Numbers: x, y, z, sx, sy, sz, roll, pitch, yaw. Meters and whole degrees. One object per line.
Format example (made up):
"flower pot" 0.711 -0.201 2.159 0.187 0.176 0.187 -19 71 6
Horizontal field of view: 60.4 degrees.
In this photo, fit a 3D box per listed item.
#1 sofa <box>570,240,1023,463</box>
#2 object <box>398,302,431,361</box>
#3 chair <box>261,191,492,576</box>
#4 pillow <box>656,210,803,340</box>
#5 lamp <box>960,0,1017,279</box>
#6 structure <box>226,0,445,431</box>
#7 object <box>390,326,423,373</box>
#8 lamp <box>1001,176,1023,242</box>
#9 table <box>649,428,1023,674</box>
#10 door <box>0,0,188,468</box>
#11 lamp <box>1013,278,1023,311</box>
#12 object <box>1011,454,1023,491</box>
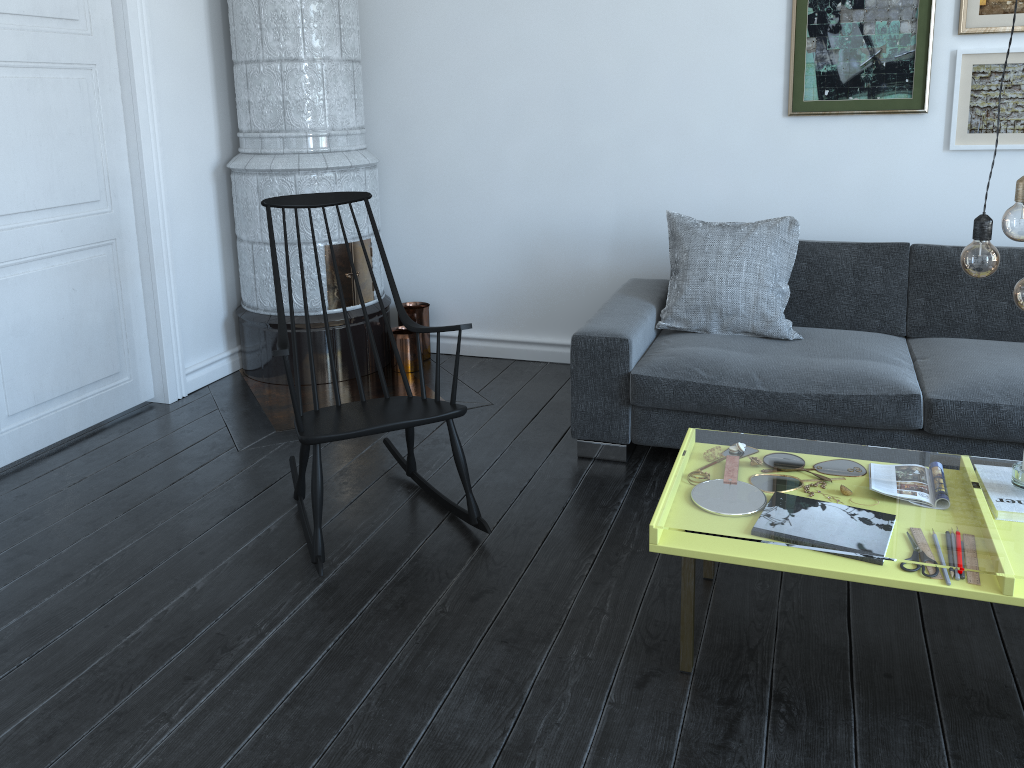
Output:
"sofa" 1.491 -0.121 3.280 2.378 0.705 1.113 5 17 19
"object" -0.507 -0.271 4.571 0.173 0.274 0.180 4 15 19
"chair" -0.503 -0.078 2.849 0.616 0.980 0.925 -8 16 -24
"pillow" 1.583 -0.374 3.309 2.062 0.480 0.490 7 17 23
"lamp" 0.965 -0.935 1.692 0.074 1.460 0.088 -5 13 -19
"structure" -0.926 -1.423 4.046 0.782 2.819 1.295 -7 14 -25
"object" -0.527 -0.173 4.401 0.174 0.194 0.176 1 15 9
"lamp" 1.020 -1.004 1.644 0.075 1.460 0.076 -6 13 -23
"table" 1.065 0.466 2.017 1.404 0.389 0.616 5 17 19
"door" -1.778 -0.953 3.316 0.116 2.414 1.198 3 14 19
"lamp" 1.065 -0.861 1.686 0.075 1.460 0.090 10 16 42
"object" 1.213 0.159 2.053 0.075 0.169 0.076 -10 16 -34
